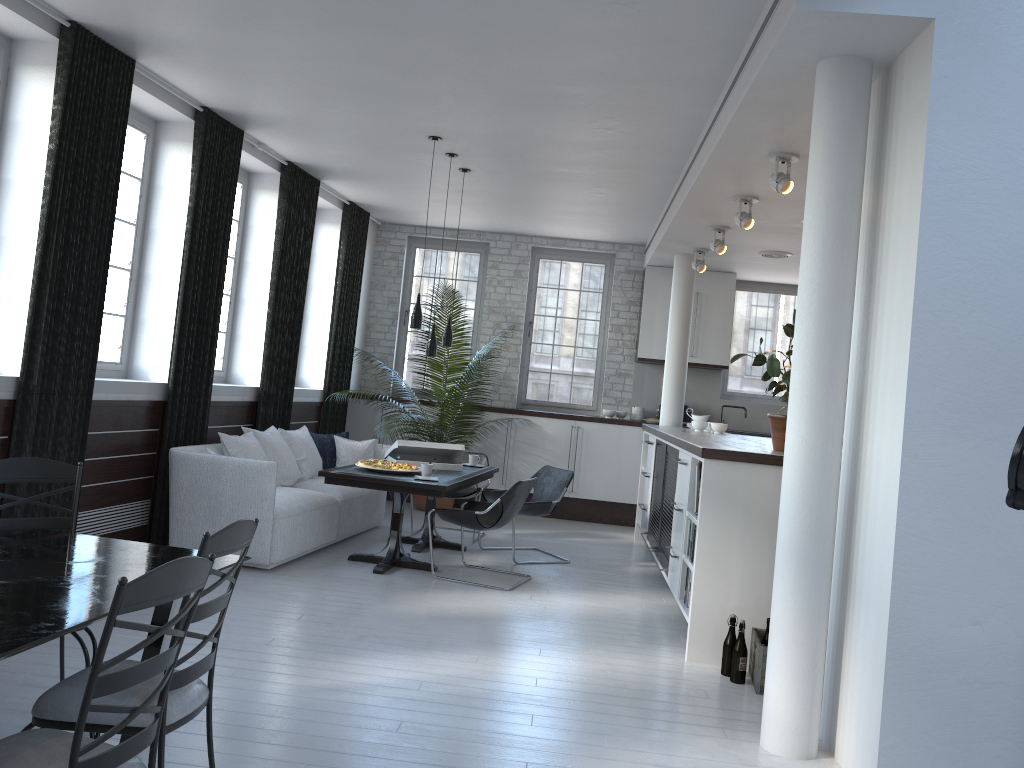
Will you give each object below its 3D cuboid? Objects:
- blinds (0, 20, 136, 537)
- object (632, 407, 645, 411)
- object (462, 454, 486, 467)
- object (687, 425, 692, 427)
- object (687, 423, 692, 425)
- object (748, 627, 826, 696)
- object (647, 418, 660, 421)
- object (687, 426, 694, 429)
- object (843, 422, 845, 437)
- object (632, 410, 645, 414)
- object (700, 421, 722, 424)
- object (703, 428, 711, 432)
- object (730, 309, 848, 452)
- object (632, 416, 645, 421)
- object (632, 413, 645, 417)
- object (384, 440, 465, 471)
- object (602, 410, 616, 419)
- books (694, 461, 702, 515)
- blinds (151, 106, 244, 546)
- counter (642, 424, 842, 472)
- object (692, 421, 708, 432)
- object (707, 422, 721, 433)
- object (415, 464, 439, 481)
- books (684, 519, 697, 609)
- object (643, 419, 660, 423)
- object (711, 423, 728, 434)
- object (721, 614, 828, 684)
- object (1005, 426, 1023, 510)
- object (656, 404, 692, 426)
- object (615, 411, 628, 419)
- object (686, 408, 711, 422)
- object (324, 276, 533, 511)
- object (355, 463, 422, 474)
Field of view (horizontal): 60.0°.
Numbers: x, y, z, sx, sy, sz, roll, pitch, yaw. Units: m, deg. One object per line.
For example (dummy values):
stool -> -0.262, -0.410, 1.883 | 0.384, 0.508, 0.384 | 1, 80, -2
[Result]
blinds -> -2.704, -0.462, 5.390 | 0.103, 3.319, 0.622 | 5, -3, 10
object -> 1.495, 0.309, 10.482 | 0.152, 0.075, 0.154 | 6, -1, -29
object -> -0.346, 0.685, 7.927 | 0.204, 0.098, 0.175 | 5, -1, 9
object -> 1.884, 0.442, 8.894 | 0.262, 0.028, 0.261 | 5, 0, 28
object -> 1.886, 0.419, 8.895 | 0.261, 0.028, 0.261 | 6, 0, -8
object -> 1.508, 1.480, 4.666 | 0.455, 0.248, 0.389 | 5, -1, 10
object -> 1.622, 0.415, 10.147 | 0.136, 0.044, 0.138 | 6, -1, -34
object -> 1.883, 0.449, 8.893 | 0.261, 0.028, 0.261 | 6, 0, -7
object -> 2.404, 0.388, 6.412 | 0.083, 0.223, 0.082 | 4, -3, 37
object -> 1.492, 0.341, 10.478 | 0.153, 0.062, 0.152 | 5, -1, 33
object -> 1.928, 0.393, 8.585 | 0.236, 0.041, 0.235 | 5, -1, 45
object -> 1.922, 0.446, 8.583 | 0.235, 0.041, 0.235 | 6, 0, -1
object -> 1.728, -0.024, 5.533 | 0.436, 0.892, 0.775 | 7, -2, -28
object -> 1.489, 0.407, 10.477 | 0.153, 0.055, 0.153 | 6, -1, -43
object -> 1.490, 0.371, 10.477 | 0.154, 0.074, 0.152 | 6, -1, 7
object -> -0.746, 0.585, 7.557 | 0.590, 0.216, 0.587 | 6, -1, -17
object -> 1.129, 0.350, 10.294 | 0.157, 0.093, 0.156 | 6, -1, 3
books -> 1.230, 0.647, 5.419 | 0.186, 0.329, 0.323 | 5, -2, 4
blinds -> -2.433, -0.426, 6.876 | 0.099, 3.319, 0.622 | 5, -3, 10
counter -> 1.923, 0.483, 7.035 | 1.447, 0.061, 4.195 | 6, 0, 4
object -> 1.746, 0.396, 8.239 | 0.157, 0.093, 0.156 | 6, -1, 4
object -> 1.915, 0.413, 8.328 | 0.156, 0.093, 0.156 | 6, -1, -10
object -> -0.627, 0.651, 6.535 | 0.175, 0.097, 0.301 | 6, -1, -6
books -> 1.323, 0.979, 5.288 | 0.492, 0.799, 0.539 | 5, -2, 4
object -> 1.626, 0.432, 10.142 | 0.261, 0.028, 0.261 | 6, 0, -8
object -> 1.902, 0.411, 8.152 | 0.157, 0.093, 0.156 | 5, -1, 19
object -> 1.390, 1.431, 4.678 | 0.557, 0.325, 0.288 | 5, -2, 31
object -> 1.698, 0.822, 2.634 | 0.609, 1.580, 0.545 | 8, -3, -42
object -> 1.894, 0.326, 10.354 | 0.414, 0.291, 0.278 | 6, -2, 4
object -> 1.274, 0.365, 10.376 | 0.156, 0.093, 0.156 | 6, -1, -15
object -> 1.872, 0.338, 8.912 | 0.269, 0.173, 0.130 | 5, -2, 33
object -> -0.979, 0.107, 9.840 | 2.394, 2.627, 1.924 | 7, -2, -38
object -> -0.936, 0.653, 6.801 | 0.532, 0.042, 0.531 | 6, 0, 1
